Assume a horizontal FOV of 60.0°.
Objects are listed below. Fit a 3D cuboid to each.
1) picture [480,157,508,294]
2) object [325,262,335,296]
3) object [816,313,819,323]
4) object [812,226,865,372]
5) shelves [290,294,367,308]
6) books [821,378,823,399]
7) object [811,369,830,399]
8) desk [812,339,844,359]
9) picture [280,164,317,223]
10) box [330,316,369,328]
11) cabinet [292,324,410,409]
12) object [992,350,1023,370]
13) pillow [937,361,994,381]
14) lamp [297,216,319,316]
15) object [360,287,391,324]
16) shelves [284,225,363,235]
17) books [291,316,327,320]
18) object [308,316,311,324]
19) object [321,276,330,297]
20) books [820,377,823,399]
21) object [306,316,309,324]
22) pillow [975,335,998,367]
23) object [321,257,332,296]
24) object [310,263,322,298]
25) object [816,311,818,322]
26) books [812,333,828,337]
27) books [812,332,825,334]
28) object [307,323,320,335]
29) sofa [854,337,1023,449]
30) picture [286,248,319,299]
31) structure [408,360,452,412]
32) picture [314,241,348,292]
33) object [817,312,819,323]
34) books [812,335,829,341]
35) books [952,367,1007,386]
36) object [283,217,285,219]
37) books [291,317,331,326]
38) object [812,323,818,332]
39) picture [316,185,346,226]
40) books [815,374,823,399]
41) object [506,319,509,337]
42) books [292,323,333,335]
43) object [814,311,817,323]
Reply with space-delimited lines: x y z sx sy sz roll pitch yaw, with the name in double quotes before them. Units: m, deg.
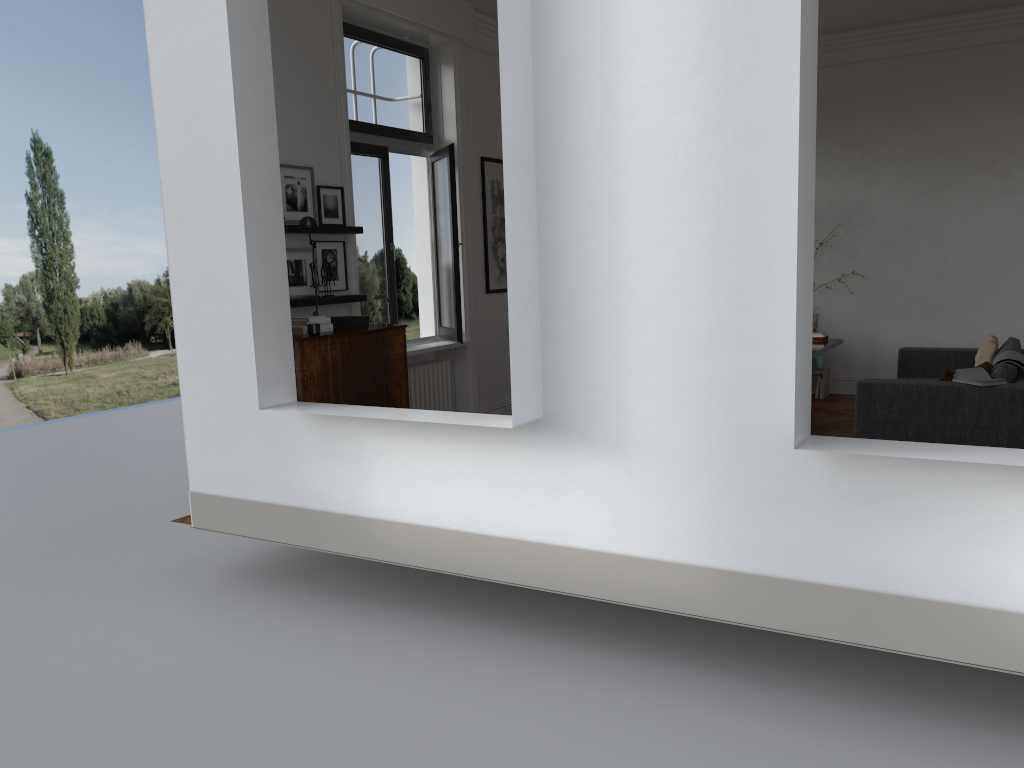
"picture" -0.050 -1.611 9.084 0.035 1.328 0.880 3 10 30
"object" -1.395 -0.800 6.788 0.040 0.263 0.110 3 10 30
"object" 3.076 -0.634 8.938 0.008 0.194 0.049 -9 11 -35
"object" 3.528 -1.177 9.960 0.807 2.065 0.352 0 9 11
"shelves" -1.590 -0.581 6.385 0.156 0.055 1.510 3 9 30
"books" 3.511 0.046 10.000 0.012 0.233 0.169 3 10 30
"object" 3.385 -0.001 10.170 0.435 0.317 0.340 3 10 30
"desk" 2.374 0.046 8.347 1.029 0.754 2.220 3 9 30
"picture" -1.570 -1.384 6.474 0.020 0.410 0.368 3 10 30
"box" -1.242 -0.469 6.664 0.208 0.087 0.281 3 9 30
"cabinet" -1.283 0.223 6.404 0.640 1.222 1.262 3 10 30
"object" 3.947 -0.039 6.858 0.400 0.389 0.750 3 10 30
"pillow" 3.418 0.033 6.787 0.469 0.398 0.329 -5 9 -22
"lamp" -1.416 -0.776 6.310 0.174 0.805 0.489 -3 9 -5
"object" -1.184 -0.555 7.570 0.317 0.601 0.540 -2 9 1
"shelves" -1.608 -1.099 6.301 0.158 0.055 1.510 3 9 30
"books" -1.424 -0.460 6.159 0.179 0.014 0.200 3 9 30
"object" -1.342 -0.400 5.910 0.010 0.119 0.050 4 11 33
"object" -1.404 -0.730 6.654 0.040 0.161 0.066 3 10 30
"books" 3.500 0.045 10.006 0.012 0.233 0.169 3 10 30
"object" -1.359 -0.395 5.929 0.010 0.139 0.045 3 10 27
"pillow" 4.279 -0.201 8.052 0.225 0.462 0.485 3 10 30
"object" -1.407 -0.808 6.712 0.040 0.300 0.118 3 10 30
"object" -1.463 -0.771 6.601 0.040 0.261 0.123 3 10 30
"object" 3.079 -0.640 8.974 0.044 0.194 0.008 -7 10 -29
"books" 3.079 -0.496 8.931 0.164 0.029 0.207 2 9 28
"books" 3.075 -0.517 8.943 0.128 0.008 0.159 3 9 32
"object" -1.330 -0.365 5.951 0.091 0.077 0.091 -2 8 4
"sofa" 3.838 0.098 7.649 1.261 0.831 2.637 3 9 30
"picture" -1.584 -0.811 6.506 0.020 0.366 0.432 3 10 30
"structure" -0.998 0.241 8.112 0.225 0.781 1.449 3 10 30
"picture" -1.394 -0.906 6.828 0.020 0.385 0.342 3 10 30
"object" 3.083 -0.638 8.950 0.036 0.195 0.008 6 12 42
"books" 3.080 -0.461 8.926 0.159 0.040 0.215 3 9 32
"books" 3.400 -0.056 6.447 0.224 0.096 0.278 -5 8 -17
"object" -1.661 -1.244 6.217 0.040 0.261 0.174 3 10 30
"books" -1.439 -0.433 6.178 0.254 0.044 0.238 3 9 30
"object" 3.060 -0.570 8.969 0.058 0.091 0.058 1 9 17
"picture" -1.384 -1.361 6.797 0.020 0.304 0.289 3 10 30
"books" 3.477 0.031 10.026 0.054 0.258 0.187 3 10 31
"object" 0.255 -0.201 9.561 0.233 1.066 0.827 3 10 30
"books" -1.434 -0.383 6.182 0.229 0.057 0.293 3 9 30
"object" 3.070 -0.641 8.981 0.038 0.195 0.008 -8 11 -33
